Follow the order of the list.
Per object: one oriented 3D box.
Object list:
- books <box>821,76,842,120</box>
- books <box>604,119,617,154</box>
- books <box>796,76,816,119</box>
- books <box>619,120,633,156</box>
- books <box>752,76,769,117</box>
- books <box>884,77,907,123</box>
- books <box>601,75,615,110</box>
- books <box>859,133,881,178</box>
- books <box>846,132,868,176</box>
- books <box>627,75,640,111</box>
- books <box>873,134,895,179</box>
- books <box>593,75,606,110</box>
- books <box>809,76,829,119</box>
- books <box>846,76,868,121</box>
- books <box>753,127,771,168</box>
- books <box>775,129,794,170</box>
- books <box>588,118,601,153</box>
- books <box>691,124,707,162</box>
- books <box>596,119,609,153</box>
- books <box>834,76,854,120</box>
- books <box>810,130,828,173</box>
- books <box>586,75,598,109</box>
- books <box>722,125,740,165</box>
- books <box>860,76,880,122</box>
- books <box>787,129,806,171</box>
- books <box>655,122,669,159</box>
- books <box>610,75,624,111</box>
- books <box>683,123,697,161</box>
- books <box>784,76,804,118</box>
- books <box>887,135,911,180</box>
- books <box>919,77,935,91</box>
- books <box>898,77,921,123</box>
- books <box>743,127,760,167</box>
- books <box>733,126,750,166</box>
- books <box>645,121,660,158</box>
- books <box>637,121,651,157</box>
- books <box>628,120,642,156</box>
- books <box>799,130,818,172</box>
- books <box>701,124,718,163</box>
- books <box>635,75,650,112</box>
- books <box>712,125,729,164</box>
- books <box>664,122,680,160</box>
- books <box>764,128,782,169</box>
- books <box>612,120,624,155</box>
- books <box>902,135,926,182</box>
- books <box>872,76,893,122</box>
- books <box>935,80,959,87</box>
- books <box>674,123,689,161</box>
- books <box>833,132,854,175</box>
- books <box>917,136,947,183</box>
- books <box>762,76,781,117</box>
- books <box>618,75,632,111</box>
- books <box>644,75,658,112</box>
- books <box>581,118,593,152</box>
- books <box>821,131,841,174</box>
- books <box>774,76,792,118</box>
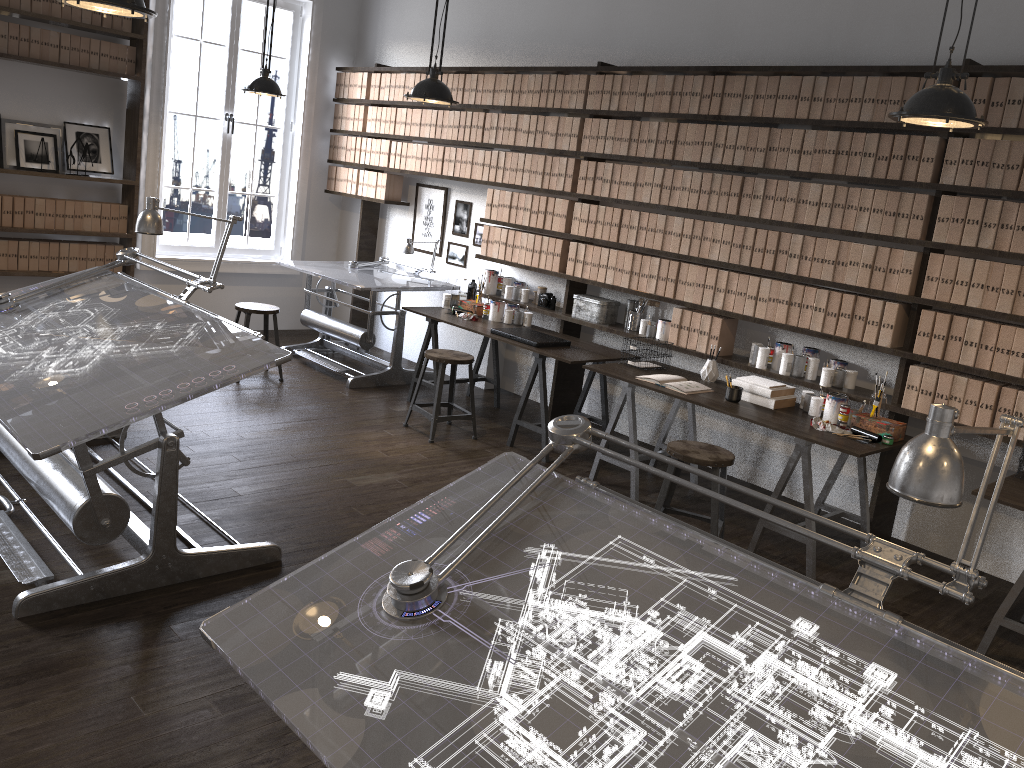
[{"bbox_3d":[1.723,-1.492,4.671,0.174,0.223,0.067,-3,15,-44],"label":"books"},{"bbox_3d":[0.695,-1.591,5.749,0.175,0.223,0.067,-3,15,-44],"label":"books"},{"bbox_3d":[1.622,-1.528,4.766,0.175,0.223,0.067,-3,15,-44],"label":"books"},{"bbox_3d":[0.780,-1.559,5.655,0.175,0.224,0.067,-3,15,-44],"label":"books"},{"bbox_3d":[1.438,-1.598,4.969,0.174,0.223,0.067,-3,15,-44],"label":"books"},{"bbox_3d":[1.949,-1.406,4.425,0.175,0.224,0.067,-3,15,-44],"label":"books"},{"bbox_3d":[0.674,-1.879,5.755,0.175,0.223,0.067,-3,15,-44],"label":"books"},{"bbox_3d":[1.863,-1.157,4.528,0.174,0.223,0.067,-3,15,-44],"label":"books"},{"bbox_3d":[1.819,-1.175,4.581,0.174,0.223,0.067,-3,15,-44],"label":"books"},{"bbox_3d":[0.821,-1.827,5.609,0.175,0.223,0.067,-3,15,-44],"label":"books"},{"bbox_3d":[1.915,-1.140,4.481,0.175,0.223,0.067,-3,15,-44],"label":"books"},{"bbox_3d":[0.625,-1.897,5.806,0.175,0.224,0.067,-3,15,-44],"label":"books"},{"bbox_3d":[1.673,-1.510,4.718,0.174,0.223,0.067,-3,15,-44],"label":"books"},{"bbox_3d":[1.814,-1.457,4.568,0.175,0.224,0.067,-3,15,-44],"label":"books"},{"bbox_3d":[1.442,-1.313,4.965,0.175,0.224,0.067,-3,15,-44],"label":"books"},{"bbox_3d":[1.540,-1.278,4.870,0.175,0.223,0.067,-3,15,-44],"label":"books"},{"bbox_3d":[0.600,-1.627,5.851,0.175,0.223,0.067,-3,15,-44],"label":"books"},{"bbox_3d":[1.157,-1.419,5.261,0.175,0.224,0.067,-3,15,-44],"label":"books"},{"bbox_3d":[0.644,-1.610,5.799,0.175,0.224,0.067,-3,15,-44],"label":"books"},{"bbox_3d":[1.769,-1.475,4.621,0.175,0.223,0.067,-3,15,-44],"label":"books"},{"bbox_3d":[1.679,-1.227,4.724,0.175,0.223,0.067,-3,15,-44],"label":"books"},{"bbox_3d":[0.586,-1.914,5.853,0.175,0.223,0.067,-3,15,-44],"label":"books"},{"bbox_3d":[1.307,-1.364,5.108,0.175,0.224,0.067,-3,15,-44],"label":"books"},{"bbox_3d":[1.864,-1.439,4.519,0.175,0.223,0.067,-3,15,-44],"label":"books"},{"bbox_3d":[1.585,-1.260,4.817,0.175,0.224,0.067,-3,15,-44],"label":"books"},{"bbox_3d":[0.974,-1.489,5.462,0.175,0.223,0.067,-3,15,-44],"label":"books"},{"bbox_3d":[0.726,-1.861,5.706,0.174,0.223,0.067,-3,15,-44],"label":"books"},{"bbox_3d":[1.118,-1.435,5.309,0.175,0.223,0.067,-3,15,-44],"label":"books"},{"bbox_3d":[1.573,-1.546,4.817,0.175,0.224,0.067,-3,15,-44],"label":"books"},{"bbox_3d":[1.962,-1.120,4.424,0.175,0.224,0.067,-3,15,-44],"label":"books"},{"bbox_3d":[2.047,-1.372,4.332,0.174,0.223,0.067,-3,15,-44],"label":"books"},{"bbox_3d":[1.999,-1.390,4.382,0.175,0.223,0.067,-3,15,-44],"label":"books"},{"bbox_3d":[1.401,-1.330,5.015,0.175,0.223,0.067,-3,15,-44],"label":"books"},{"bbox_3d":[1.357,-1.346,5.058,0.175,0.223,0.067,-3,15,-44],"label":"books"},{"bbox_3d":[0.923,-1.506,5.509,0.174,0.223,0.067,-3,15,-44],"label":"books"},{"bbox_3d":[0.878,-1.524,5.562,0.174,0.223,0.067,-3,15,-44],"label":"books"},{"bbox_3d":[0.830,-1.542,5.612,0.175,0.223,0.067,-3,15,-44],"label":"books"},{"bbox_3d":[1.635,-1.242,4.768,0.175,0.223,0.067,-3,15,-44],"label":"books"},{"bbox_3d":[1.206,-1.400,5.210,0.175,0.223,0.067,-3,15,-44],"label":"books"},{"bbox_3d":[0.866,-1.809,5.557,0.175,0.224,0.067,-3,15,-44],"label":"books"},{"bbox_3d":[1.258,-1.382,5.162,0.174,0.223,0.067,-3,15,-44],"label":"books"},{"bbox_3d":[1.021,-1.470,5.405,0.175,0.224,0.067,-3,15,-44],"label":"books"},{"bbox_3d":[1.495,-1.296,4.920,0.174,0.223,0.067,-3,15,-44],"label":"books"},{"bbox_3d":[0.738,-1.576,5.705,0.175,0.223,0.067,-3,15,-44],"label":"books"},{"bbox_3d":[2.016,-1.102,4.376,0.175,0.223,0.067,-3,15,-44],"label":"books"},{"bbox_3d":[1.908,-1.423,4.475,0.175,0.223,0.067,-3,15,-44],"label":"books"},{"bbox_3d":[2.092,-1.354,4.279,0.174,0.223,0.067,-3,15,-44],"label":"books"},{"bbox_3d":[1.075,-1.451,5.357,0.175,0.223,0.067,-3,15,-44],"label":"books"},{"bbox_3d":[1.771,-1.193,4.631,0.175,0.223,0.067,-3,15,-44],"label":"books"},{"bbox_3d":[2.065,-1.083,4.321,0.175,0.223,0.067,-3,15,-44],"label":"books"},{"bbox_3d":[1.484,-1.581,4.918,0.175,0.223,0.067,-3,15,-44],"label":"books"},{"bbox_3d":[0.776,-1.844,5.660,0.174,0.223,0.067,-3,15,-44],"label":"books"},{"bbox_3d":[0.916,-1.791,5.507,0.175,0.223,0.067,-3,15,-44],"label":"books"},{"bbox_3d":[0.554,-1.645,5.901,0.174,0.223,0.067,-3,15,-44],"label":"books"},{"bbox_3d":[1.721,-1.209,4.674,0.175,0.224,0.067,-3,15,-44],"label":"books"},{"bbox_3d":[1.533,-1.562,4.865,0.175,0.223,0.067,-3,15,-44],"label":"books"}]
